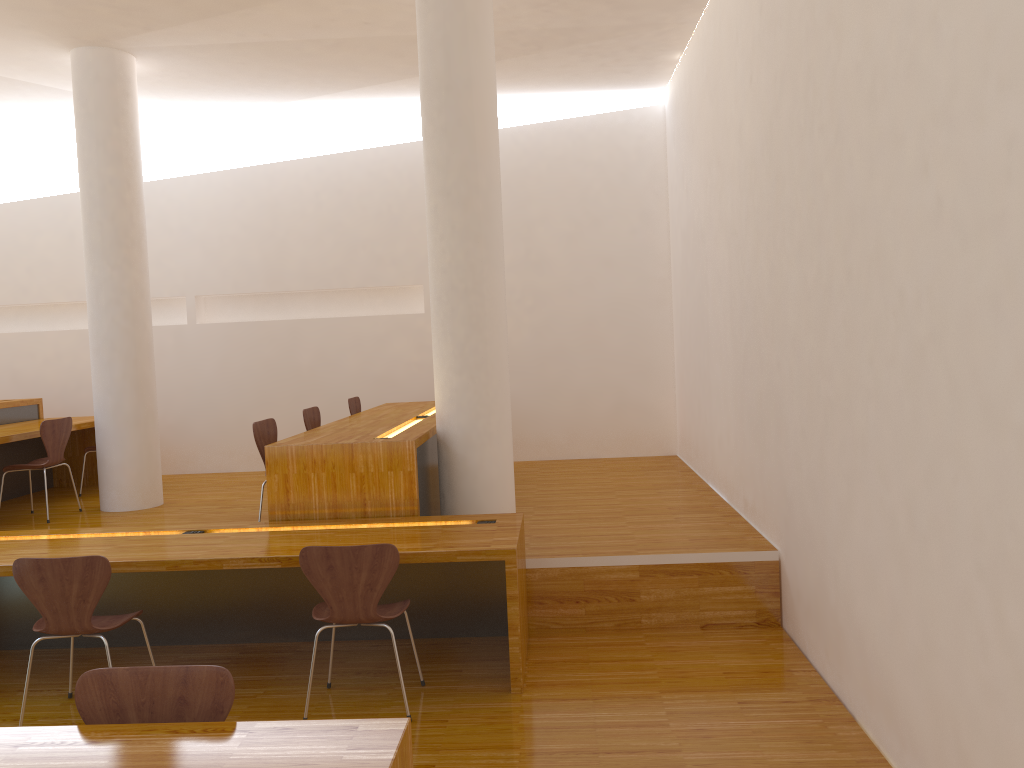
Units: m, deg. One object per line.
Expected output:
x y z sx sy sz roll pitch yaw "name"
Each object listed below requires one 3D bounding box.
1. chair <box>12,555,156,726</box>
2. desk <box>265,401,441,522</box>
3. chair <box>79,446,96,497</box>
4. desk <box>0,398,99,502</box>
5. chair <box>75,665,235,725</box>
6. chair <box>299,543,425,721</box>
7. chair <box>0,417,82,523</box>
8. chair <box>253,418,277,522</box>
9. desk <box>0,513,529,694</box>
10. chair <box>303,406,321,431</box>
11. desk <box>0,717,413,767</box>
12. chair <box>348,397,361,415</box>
-1.724 1.004 3.613 0.428 0.693 0.381 -2 3 3 "chair"
-0.769 0.523 6.029 0.760 0.606 3.185 -2 3 3 "desk"
-3.295 0.542 7.305 0.381 0.693 0.428 -2 3 3 "chair"
-4.141 0.586 6.169 1.527 0.785 3.243 -2 3 3 "desk"
-0.852 1.037 1.979 0.428 0.693 0.381 -2 3 3 "chair"
-0.606 0.954 3.592 0.428 0.693 0.381 -2 3 3 "chair"
-3.314 0.593 6.186 0.381 0.693 0.428 -2 3 3 "chair"
-1.243 0.547 5.105 0.381 0.693 0.428 -2 3 3 "chair"
-1.537 1.023 4.094 3.185 0.606 0.760 -2 3 3 "desk"
-1.194 0.502 6.074 0.381 0.693 0.428 -2 3 3 "chair"
-1.854 1.309 1.469 3.236 0.918 1.285 -2 3 3 "desk"
-1.099 0.448 7.188 0.381 0.693 0.428 -2 3 3 "chair"
